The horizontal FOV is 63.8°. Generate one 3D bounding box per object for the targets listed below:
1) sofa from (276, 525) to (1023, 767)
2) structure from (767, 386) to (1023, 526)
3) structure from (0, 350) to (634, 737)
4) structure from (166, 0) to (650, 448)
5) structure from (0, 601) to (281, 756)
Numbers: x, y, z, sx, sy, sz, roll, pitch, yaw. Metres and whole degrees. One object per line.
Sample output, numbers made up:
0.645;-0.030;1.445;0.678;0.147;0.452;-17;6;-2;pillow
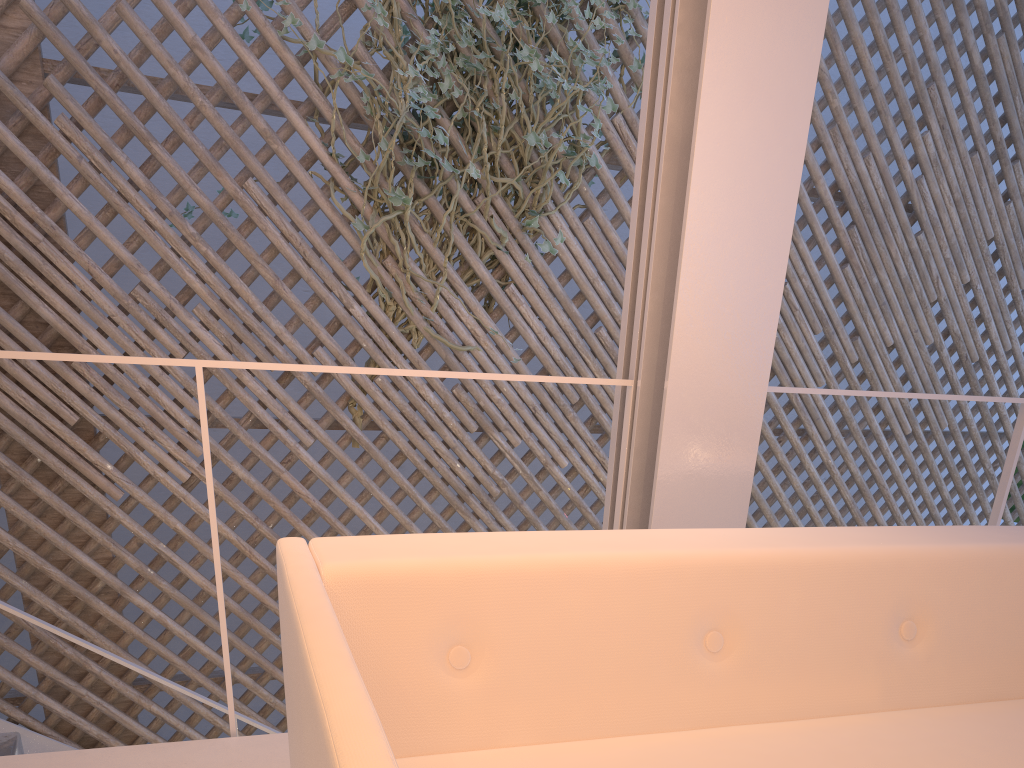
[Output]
0.322;0.358;0.740;0.985;0.408;0.456;1;10;-18;sofa
1.112;0.328;1.546;1.701;0.622;0.024;2;20;-17;structure
-0.653;0.252;0.996;1.703;0.622;0.024;2;20;-17;structure
0.211;-1.187;2.285;2.343;2.989;0.663;-3;20;-24;structure
-1.031;0.940;1.887;1.952;2.155;1.067;-2;17;-23;structure
